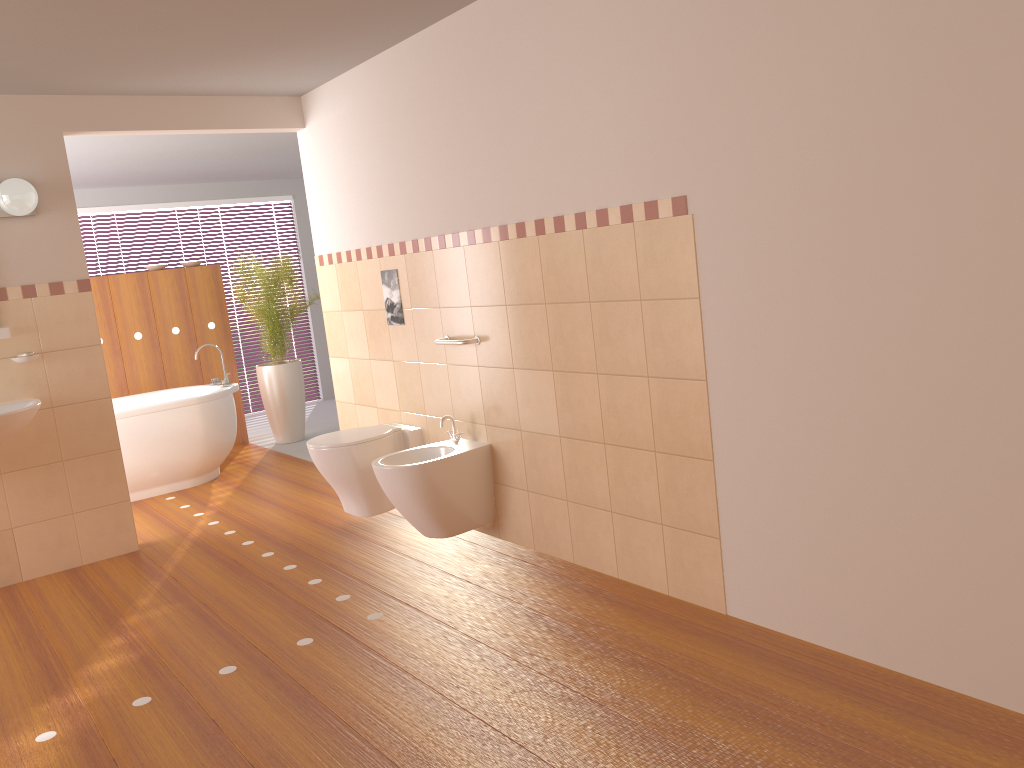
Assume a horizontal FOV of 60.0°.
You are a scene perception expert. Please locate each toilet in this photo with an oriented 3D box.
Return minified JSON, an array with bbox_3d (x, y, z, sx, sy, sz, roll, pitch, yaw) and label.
[{"bbox_3d":[-0.749,0.443,4.496,0.534,0.400,0.375,-12,10,-34],"label":"toilet"}]

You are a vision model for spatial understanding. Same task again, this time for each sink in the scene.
[{"bbox_3d":[-2.393,0.197,3.843,0.683,0.516,0.539,-12,10,-34],"label":"sink"},{"bbox_3d":[-0.363,0.418,3.955,0.515,0.517,0.335,-12,10,-34],"label":"sink"}]

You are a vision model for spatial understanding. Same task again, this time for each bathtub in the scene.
[{"bbox_3d":[-2.711,0.298,5.857,1.874,0.900,0.888,-12,10,-34],"label":"bathtub"}]

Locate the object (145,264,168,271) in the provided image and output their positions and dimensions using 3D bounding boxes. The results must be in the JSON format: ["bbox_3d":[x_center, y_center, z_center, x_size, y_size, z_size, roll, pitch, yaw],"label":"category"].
[{"bbox_3d":[-2.769,-0.901,6.911,0.173,0.046,0.173,-12,10,-34],"label":"object"}]

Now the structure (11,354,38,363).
[{"bbox_3d":[-2.286,-0.115,4.172,0.117,0.029,0.092,-12,10,-34],"label":"structure"}]

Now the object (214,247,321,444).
[{"bbox_3d":[-1.775,-0.320,7.042,0.683,1.557,1.335,-7,8,-2],"label":"object"}]

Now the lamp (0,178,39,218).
[{"bbox_3d":[-2.271,-0.855,4.067,0.173,0.173,0.209,-12,10,-34],"label":"lamp"}]

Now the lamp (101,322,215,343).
[{"bbox_3d":[-2.837,-0.365,6.732,1.169,0.052,0.001,-12,10,-34],"label":"lamp"}]

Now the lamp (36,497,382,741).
[{"bbox_3d":[-2.596,1.074,3.590,3.173,0.001,2.893,-12,10,-34],"label":"lamp"}]

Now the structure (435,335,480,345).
[{"bbox_3d":[-0.259,-0.191,3.992,0.091,0.042,0.295,-12,10,-34],"label":"structure"}]

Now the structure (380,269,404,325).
[{"bbox_3d":[-0.604,-0.435,4.472,0.005,0.279,0.170,-12,10,-34],"label":"structure"}]

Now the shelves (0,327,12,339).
[{"bbox_3d":[-2.553,-0.189,3.950,0.554,0.050,0.138,-12,10,-34],"label":"shelves"}]

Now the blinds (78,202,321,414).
[{"bbox_3d":[-4.005,-0.420,7.752,4.712,2.022,0.032,-12,10,-34],"label":"blinds"}]

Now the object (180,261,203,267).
[{"bbox_3d":[-2.550,-0.949,7.065,0.173,0.046,0.173,-12,10,-34],"label":"object"}]

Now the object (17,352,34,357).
[{"bbox_3d":[-2.288,-0.137,4.171,0.075,0.023,0.050,-4,9,20],"label":"object"}]
